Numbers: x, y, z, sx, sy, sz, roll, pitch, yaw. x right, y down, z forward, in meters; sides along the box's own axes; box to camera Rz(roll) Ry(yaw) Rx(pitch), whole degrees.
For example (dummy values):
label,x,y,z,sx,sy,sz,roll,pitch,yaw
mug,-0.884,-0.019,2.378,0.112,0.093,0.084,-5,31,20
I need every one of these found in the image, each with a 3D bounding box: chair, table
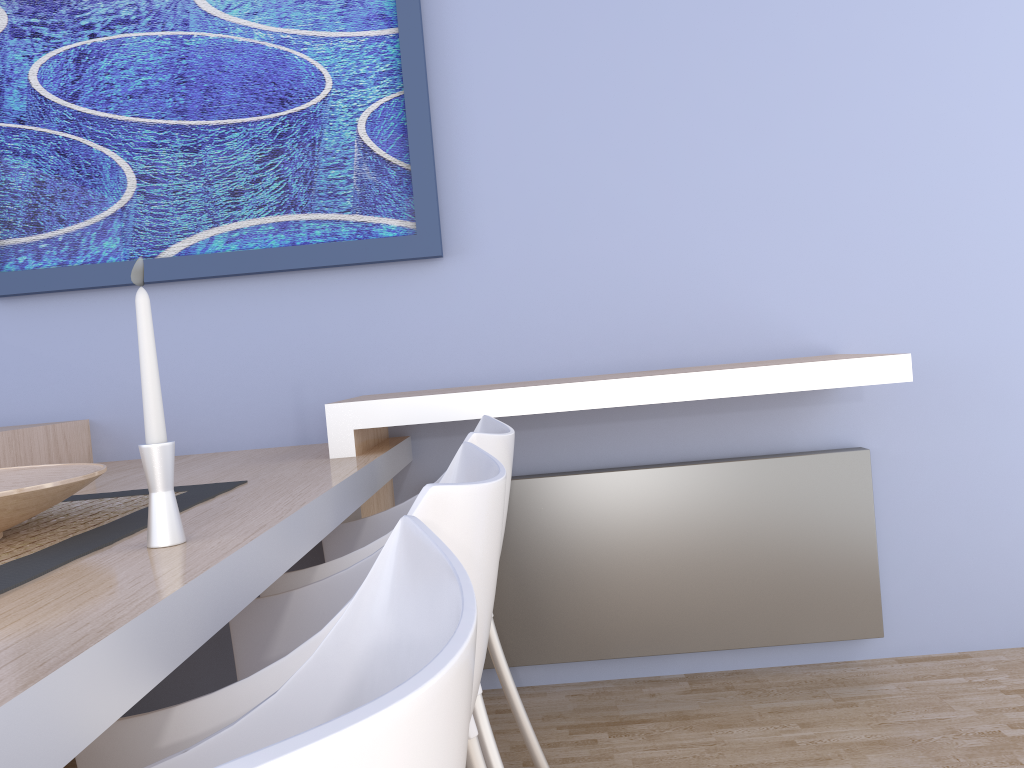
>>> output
label,x,y,z,sx,sy,sz,roll,pitch,yaw
chair,-0.192,0.480,1.669,0.486,0.793,0.510,-5,2,1
chair,-0.216,0.517,0.487,0.486,0.793,0.510,-5,2,1
table,-0.770,0.579,1.288,1.002,0.718,2.340,-5,2,1
chair,-0.204,0.498,1.082,0.486,0.793,0.510,-5,2,2

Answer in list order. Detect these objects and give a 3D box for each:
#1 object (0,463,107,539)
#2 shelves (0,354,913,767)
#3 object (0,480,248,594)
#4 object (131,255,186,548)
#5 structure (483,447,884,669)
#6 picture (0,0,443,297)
label,x,y,z,sx,sy,sz,roll,pitch,yaw
object,-0.802,0.180,1.172,0.493,0.081,0.493,-4,2,20
shelves,-1.027,0.513,2.232,3.901,0.840,0.463,-5,2,1
object,-0.795,0.222,1.171,0.594,0.005,0.986,-5,2,1
object,-0.433,0.020,1.068,0.045,0.349,0.045,-5,2,1
structure,-0.949,0.587,2.414,3.843,0.503,0.064,-5,2,1
picture,-0.848,-0.735,2.372,1.252,0.901,0.049,-5,2,1
